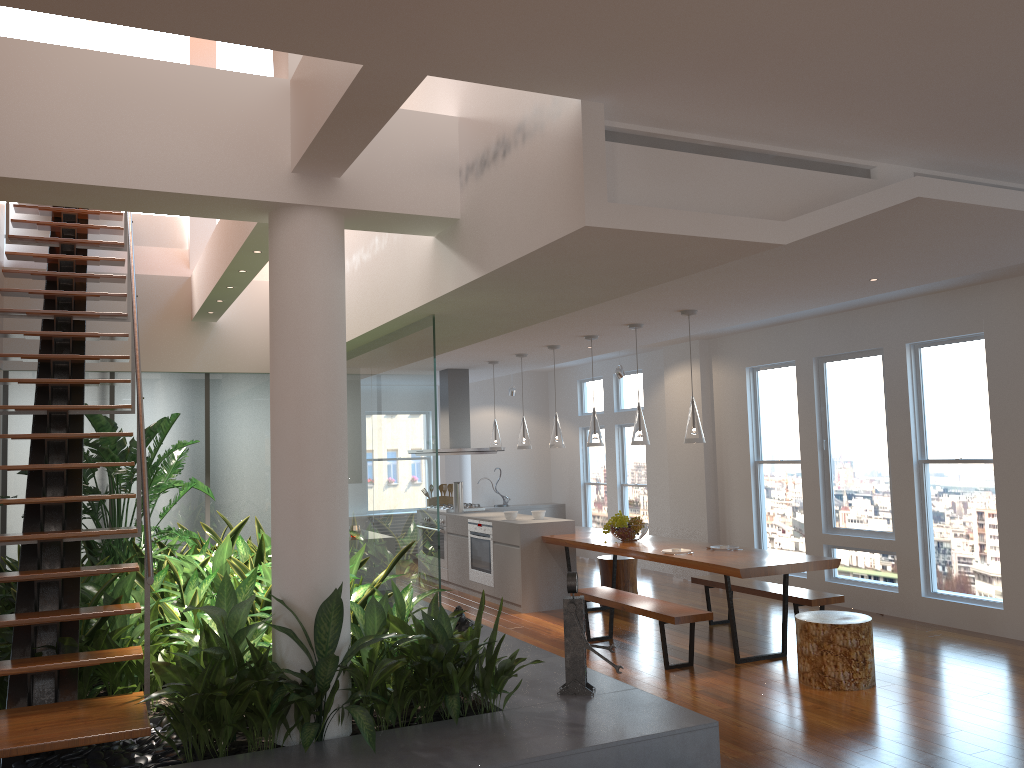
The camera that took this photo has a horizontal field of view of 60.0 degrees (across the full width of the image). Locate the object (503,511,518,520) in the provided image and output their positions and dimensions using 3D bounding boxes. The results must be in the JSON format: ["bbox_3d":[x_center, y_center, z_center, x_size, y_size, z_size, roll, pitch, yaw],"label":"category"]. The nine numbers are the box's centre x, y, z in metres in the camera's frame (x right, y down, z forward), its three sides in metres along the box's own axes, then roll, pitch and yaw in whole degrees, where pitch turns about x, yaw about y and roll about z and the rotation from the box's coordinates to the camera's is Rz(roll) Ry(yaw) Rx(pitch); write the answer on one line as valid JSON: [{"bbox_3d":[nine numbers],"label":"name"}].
[{"bbox_3d":[-0.011,1.323,8.894,0.152,0.082,0.152,-3,-5,14],"label":"object"}]

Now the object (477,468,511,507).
[{"bbox_3d":[-0.235,1.482,12.726,0.210,0.563,0.590,-5,-5,36],"label":"object"}]

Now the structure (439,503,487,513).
[{"bbox_3d":[-0.669,1.483,10.649,0.520,0.073,0.650,0,-5,-25],"label":"structure"}]

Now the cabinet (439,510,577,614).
[{"bbox_3d":[-0.267,1.857,9.785,0.597,0.832,2.936,0,-5,-25],"label":"cabinet"}]

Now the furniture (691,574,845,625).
[{"bbox_3d":[2.003,1.807,7.086,0.316,0.389,1.433,0,-5,-25],"label":"furniture"}]

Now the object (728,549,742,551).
[{"bbox_3d":[1.720,1.274,6.846,0.158,0.017,0.019,1,-5,-30],"label":"object"}]

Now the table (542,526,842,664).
[{"bbox_3d":[0.630,1.808,8.663,0.893,0.704,5.996,0,-5,-25],"label":"table"}]

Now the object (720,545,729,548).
[{"bbox_3d":[1.663,1.278,6.937,0.079,0.030,0.070,-3,-5,18],"label":"object"}]

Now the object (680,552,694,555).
[{"bbox_3d":[1.306,1.277,6.672,0.149,0.014,0.044,1,-5,-27],"label":"object"}]

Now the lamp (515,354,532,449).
[{"bbox_3d":[0.113,0.147,9.228,0.160,1.060,0.160,-2,-4,2],"label":"lamp"}]

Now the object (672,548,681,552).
[{"bbox_3d":[1.261,1.279,6.800,0.079,0.030,0.070,-4,-5,28],"label":"object"}]

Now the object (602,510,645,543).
[{"bbox_3d":[0.993,1.241,7.775,0.292,0.284,0.394,-4,-5,29],"label":"object"}]

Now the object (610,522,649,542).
[{"bbox_3d":[1.024,1.303,7.768,0.360,0.159,0.360,-4,-5,28],"label":"object"}]

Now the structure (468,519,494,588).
[{"bbox_3d":[-0.317,1.746,9.213,0.072,0.648,0.644,0,-5,-25],"label":"structure"}]

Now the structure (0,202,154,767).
[{"bbox_3d":[-2.001,-0.264,5.654,2.552,4.265,4.591,0,-5,-25],"label":"structure"}]

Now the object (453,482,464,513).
[{"bbox_3d":[-0.609,1.303,10.186,0.120,0.356,0.172,-4,-5,23],"label":"object"}]

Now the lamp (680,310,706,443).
[{"bbox_3d":[1.340,-0.090,6.619,0.160,1.060,0.160,-2,-4,2],"label":"lamp"}]

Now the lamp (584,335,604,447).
[{"bbox_3d":[0.726,0.029,7.923,0.160,1.060,0.160,-2,-4,2],"label":"lamp"}]

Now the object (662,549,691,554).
[{"bbox_3d":[1.261,1.285,6.800,0.222,0.020,0.222,-3,-5,15],"label":"object"}]

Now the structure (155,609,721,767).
[{"bbox_3d":[-1.467,1.762,4.986,3.088,0.386,5.584,0,-5,-25],"label":"structure"}]

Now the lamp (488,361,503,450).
[{"bbox_3d":[-0.194,0.206,9.880,0.160,1.060,0.160,-2,-4,2],"label":"lamp"}]

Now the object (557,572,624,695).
[{"bbox_3d":[0.366,1.175,4.194,0.318,0.565,0.134,-3,-4,11],"label":"object"}]

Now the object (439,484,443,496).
[{"bbox_3d":[-0.878,1.397,11.064,0.061,0.299,0.040,1,-5,-28],"label":"object"}]

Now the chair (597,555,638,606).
[{"bbox_3d":[1.046,1.930,8.706,0.396,0.455,0.402,1,-5,-35],"label":"chair"}]

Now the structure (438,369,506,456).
[{"bbox_3d":[-0.695,0.154,10.728,0.909,1.405,0.900,0,-5,-25],"label":"structure"}]

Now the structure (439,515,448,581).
[{"bbox_3d":[-0.690,1.906,10.588,0.649,0.735,0.890,0,-5,-25],"label":"structure"}]

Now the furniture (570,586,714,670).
[{"bbox_3d":[0.923,1.800,6.579,0.316,0.389,1.433,0,-5,-25],"label":"furniture"}]

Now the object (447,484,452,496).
[{"bbox_3d":[-0.782,1.398,11.090,0.068,0.298,0.039,0,-5,-25],"label":"object"}]

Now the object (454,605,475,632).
[{"bbox_3d":[-0.341,1.516,5.733,0.181,0.155,0.216,-4,-5,29],"label":"object"}]

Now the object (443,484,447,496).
[{"bbox_3d":[-0.839,1.396,11.061,0.057,0.299,0.019,0,-5,-25],"label":"object"}]

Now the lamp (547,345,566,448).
[{"bbox_3d":[0.419,0.088,8.576,0.160,1.060,0.160,-2,-4,2],"label":"lamp"}]

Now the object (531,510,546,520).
[{"bbox_3d":[0.267,1.315,8.889,0.152,0.082,0.152,-4,-5,25],"label":"object"}]

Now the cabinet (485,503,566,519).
[{"bbox_3d":[0.114,2.130,12.879,1.309,0.725,0.420,0,-5,-25],"label":"cabinet"}]

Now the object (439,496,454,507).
[{"bbox_3d":[-0.872,1.475,11.049,0.353,0.157,0.084,0,-5,-25],"label":"object"}]

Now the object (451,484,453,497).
[{"bbox_3d":[-0.756,1.399,11.122,0.057,0.294,0.030,0,-5,-25],"label":"object"}]

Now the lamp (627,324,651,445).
[{"bbox_3d":[1.033,-0.031,7.271,0.160,1.060,0.160,-2,-4,2],"label":"lamp"}]

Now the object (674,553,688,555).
[{"bbox_3d":[1.293,1.284,6.703,0.164,0.006,0.017,0,-5,-20],"label":"object"}]

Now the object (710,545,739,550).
[{"bbox_3d":[1.663,1.284,6.936,0.222,0.020,0.222,1,-5,-33],"label":"object"}]

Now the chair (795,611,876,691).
[{"bbox_3d":[2.052,1.685,5.636,0.460,0.400,0.460,0,-5,-15],"label":"chair"}]
